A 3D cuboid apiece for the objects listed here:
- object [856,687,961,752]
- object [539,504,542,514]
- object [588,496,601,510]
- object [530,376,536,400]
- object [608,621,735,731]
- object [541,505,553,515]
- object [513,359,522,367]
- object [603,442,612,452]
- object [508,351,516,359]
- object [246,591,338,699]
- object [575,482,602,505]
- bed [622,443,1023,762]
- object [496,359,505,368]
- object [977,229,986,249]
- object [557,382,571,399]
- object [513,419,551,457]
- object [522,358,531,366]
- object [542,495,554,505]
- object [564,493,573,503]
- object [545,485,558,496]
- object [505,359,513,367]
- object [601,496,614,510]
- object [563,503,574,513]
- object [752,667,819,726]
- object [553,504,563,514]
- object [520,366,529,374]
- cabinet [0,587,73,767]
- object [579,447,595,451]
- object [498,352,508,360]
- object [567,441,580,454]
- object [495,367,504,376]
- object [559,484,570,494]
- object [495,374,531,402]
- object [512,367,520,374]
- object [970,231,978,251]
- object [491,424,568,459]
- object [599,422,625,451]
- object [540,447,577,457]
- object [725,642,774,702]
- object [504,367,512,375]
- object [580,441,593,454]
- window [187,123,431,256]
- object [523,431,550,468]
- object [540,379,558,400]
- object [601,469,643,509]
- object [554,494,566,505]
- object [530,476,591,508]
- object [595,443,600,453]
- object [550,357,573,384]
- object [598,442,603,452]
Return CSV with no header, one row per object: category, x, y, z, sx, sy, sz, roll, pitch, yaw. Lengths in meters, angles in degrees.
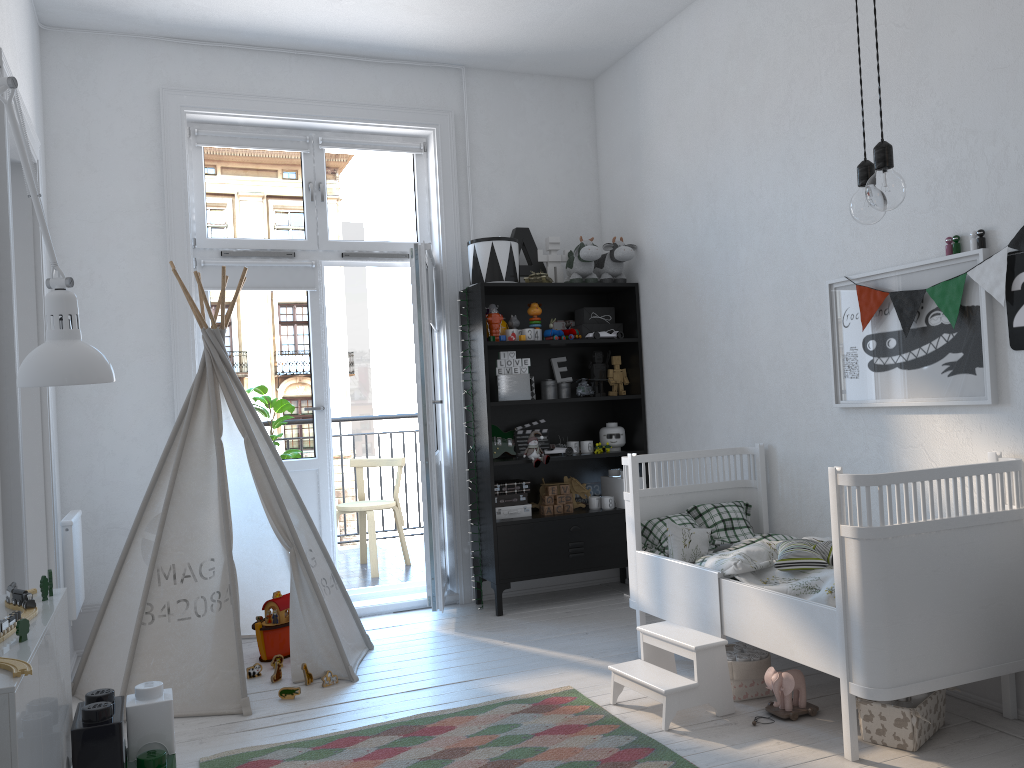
object,1.192,0.978,2.698,0.242,0.163,0.360,-4,-2,43
object,0.178,0.664,4.717,0.050,0.050,0.050,-3,-1,-22
object,0.448,0.643,4.790,0.067,0.067,0.067,-3,-1,-8
object,0.090,0.023,4.862,0.070,0.134,0.028,-3,-1,-22
object,0.535,0.978,3.013,0.288,0.245,0.332,-2,-1,-27
object,0.184,0.663,4.661,0.050,0.050,0.050,-3,-1,-22
object,0.030,-0.109,4.592,0.040,0.040,0.040,-3,-1,8
object,0.515,0.341,4.783,0.042,0.054,0.031,-3,-1,23
object,-0.003,-0.148,4.589,0.040,0.040,0.040,-3,-1,-12
object,-0.932,1.051,3.722,0.385,0.283,0.857,-2,-1,-30
object,0.375,0.622,4.979,0.347,0.120,0.034,-3,-1,-22
bed,1.023,0.663,3.189,0.670,0.832,1.404,-3,-1,-22
object,-0.060,-0.105,4.581,0.040,0.040,0.040,-3,-1,-12
object,1.487,-0.459,2.810,0.025,0.064,0.025,-3,-1,-29
object,0.327,0.030,4.830,0.078,0.091,0.246,-2,-1,-27
object,0.108,0.293,4.823,0.200,0.199,0.048,-3,-1,-22
object,0.075,-0.112,4.598,0.040,0.040,0.040,-3,-1,3
object,0.190,0.613,4.686,0.050,0.050,0.050,-3,-1,-22
object,0.290,0.609,4.734,0.050,0.050,0.050,-3,-1,-22
object,0.207,0.563,4.686,0.050,0.050,0.050,-3,-1,-22
object,-0.015,-0.107,4.587,0.040,0.040,0.040,-3,-1,-2
object,0.514,0.638,4.757,0.067,0.067,0.067,-3,-1,-8
object,0.300,0.658,4.708,0.050,0.050,0.050,-3,-1,8
object,0.867,1.006,2.886,0.254,0.151,0.125,-3,-1,-23
object,0.238,0.660,4.683,0.050,0.050,0.050,-3,-1,-17
object,0.065,-0.071,4.596,0.040,0.040,0.040,-3,-1,8
cabinet,-1.099,0.763,1.920,0.182,0.454,0.970,-3,-1,-22
object,0.387,0.361,4.932,0.163,0.034,0.069,-2,-1,-22
object,-0.045,-0.146,4.584,0.040,0.040,0.040,-3,-1,-17
object,0.331,0.345,4.791,0.067,0.067,0.067,-3,-1,-8
object,-0.063,-0.065,4.580,0.040,0.040,0.040,-3,-1,-7
object,0.280,0.560,4.718,0.050,0.050,0.050,-3,-1,-2
object,0.003,0.021,4.623,0.170,0.138,0.124,-3,-1,-7
object,0.019,-0.069,4.590,0.040,0.040,0.040,-3,-1,-7
object,1.477,-0.458,2.833,0.025,0.064,0.025,-3,-1,-26
object,0.062,0.327,4.831,0.542,0.239,0.093,-3,-1,-21
object,0.554,0.294,4.887,0.139,0.162,0.139,-4,-1,43
object,0.229,0.358,4.708,0.230,0.048,0.098,-3,-1,3
object,0.806,1.017,3.153,0.215,0.148,0.240,-3,-1,-15
object,-0.026,-0.066,4.592,0.040,0.040,0.040,-3,-1,-17
object,0.403,0.341,4.770,0.067,0.067,0.067,-3,-1,-8
window,-1.040,-1.011,4.685,1.263,0.660,0.101,-3,-1,-22
object,0.127,0.333,4.541,0.110,0.186,0.129,-2,-1,-35
object,0.204,0.029,4.871,0.095,0.110,0.095,-3,-1,-17
object,0.607,0.571,4.884,0.132,0.199,0.267,-3,-1,-22
object,0.250,0.610,4.689,0.050,0.050,0.050,-3,-1,-22
object,0.265,0.597,4.840,0.337,0.186,0.111,-3,-1,-7
object,0.457,0.343,4.734,0.031,0.054,0.042,-3,-1,28
object,0.276,-0.077,4.950,0.107,0.151,0.055,-3,-1,-22
object,0.476,0.344,4.799,0.042,0.054,0.031,-3,-1,-22
